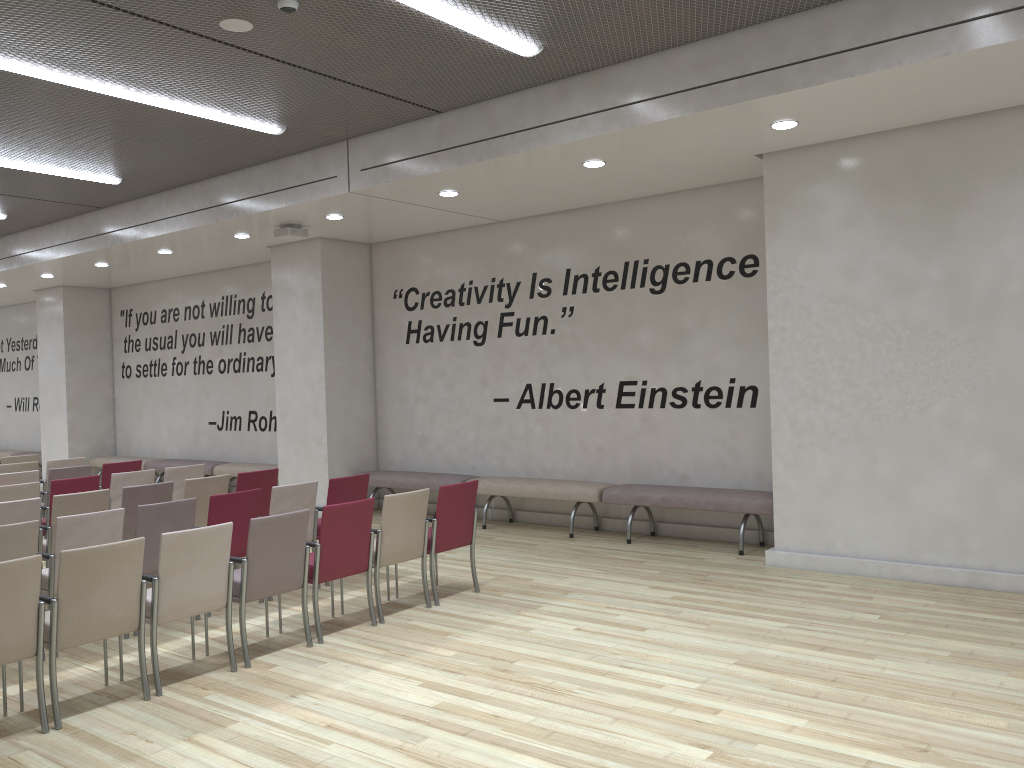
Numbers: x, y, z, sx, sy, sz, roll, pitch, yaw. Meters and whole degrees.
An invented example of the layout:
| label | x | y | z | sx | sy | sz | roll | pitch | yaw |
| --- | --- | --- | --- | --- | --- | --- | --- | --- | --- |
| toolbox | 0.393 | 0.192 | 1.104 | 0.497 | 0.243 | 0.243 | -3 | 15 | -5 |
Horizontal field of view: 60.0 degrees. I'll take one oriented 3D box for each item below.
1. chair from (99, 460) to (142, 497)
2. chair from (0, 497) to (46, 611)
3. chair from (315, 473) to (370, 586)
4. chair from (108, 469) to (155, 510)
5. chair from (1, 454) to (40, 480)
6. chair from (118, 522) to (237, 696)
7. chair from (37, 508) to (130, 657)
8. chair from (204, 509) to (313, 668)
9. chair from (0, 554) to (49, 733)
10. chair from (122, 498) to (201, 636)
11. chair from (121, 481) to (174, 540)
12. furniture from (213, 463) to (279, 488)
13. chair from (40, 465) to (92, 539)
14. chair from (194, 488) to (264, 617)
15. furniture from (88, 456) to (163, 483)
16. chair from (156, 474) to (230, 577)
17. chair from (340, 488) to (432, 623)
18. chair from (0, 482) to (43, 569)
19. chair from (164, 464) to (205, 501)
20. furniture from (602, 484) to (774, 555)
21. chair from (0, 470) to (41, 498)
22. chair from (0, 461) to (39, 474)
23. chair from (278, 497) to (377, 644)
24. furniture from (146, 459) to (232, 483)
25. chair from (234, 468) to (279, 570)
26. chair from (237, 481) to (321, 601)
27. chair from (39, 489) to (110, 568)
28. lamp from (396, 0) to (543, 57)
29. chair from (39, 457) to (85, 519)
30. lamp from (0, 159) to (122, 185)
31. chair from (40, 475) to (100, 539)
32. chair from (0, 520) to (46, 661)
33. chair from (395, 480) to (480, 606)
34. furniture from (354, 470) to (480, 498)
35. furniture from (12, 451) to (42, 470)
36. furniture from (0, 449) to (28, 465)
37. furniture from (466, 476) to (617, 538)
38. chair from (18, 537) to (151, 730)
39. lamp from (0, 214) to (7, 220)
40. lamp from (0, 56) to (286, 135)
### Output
| label | x | y | z | sx | sy | sz | roll | pitch | yaw |
| --- | --- | --- | --- | --- | --- | --- | --- | --- | --- |
| chair | -4.495 | 1.307 | 9.937 | 0.640 | 0.890 | 0.513 | -2 | 1 | 38 |
| chair | -3.900 | 1.309 | 6.691 | 0.640 | 0.890 | 0.513 | -2 | 1 | 39 |
| chair | -1.584 | 1.228 | 7.674 | 0.640 | 0.890 | 0.513 | -2 | 1 | 37 |
| chair | -3.874 | 1.295 | 8.753 | 0.640 | 0.890 | 0.513 | -2 | 1 | 37 |
| chair | -6.460 | 1.361 | 11.448 | 0.640 | 0.890 | 0.513 | -2 | 1 | 38 |
| chair | -1.977 | 1.257 | 5.176 | 0.640 | 0.890 | 0.513 | -2 | 1 | 39 |
| chair | -2.942 | 1.283 | 5.938 | 0.640 | 0.890 | 0.513 | -2 | 1 | 38 |
| chair | -1.630 | 1.243 | 5.608 | 0.640 | 0.890 | 0.513 | -2 | 1 | 37 |
| chair | -2.641 | 1.285 | 4.320 | 0.640 | 0.890 | 0.513 | -2 | 1 | 37 |
| chair | -2.613 | 1.270 | 6.368 | 0.640 | 0.890 | 0.513 | -2 | 1 | 38 |
| chair | -3.230 | 1.282 | 7.556 | 0.640 | 0.890 | 0.513 | -2 | 1 | 39 |
| furniture | -3.561 | 1.427 | 12.724 | 1.833 | 0.550 | 0.530 | -2 | 1 | 38 |
| chair | -4.852 | 1.321 | 9.506 | 0.640 | 0.890 | 0.513 | -2 | 1 | 39 |
| chair | -2.277 | 1.256 | 6.806 | 0.640 | 0.890 | 0.513 | -2 | 1 | 37 |
| furniture | -6.493 | 1.506 | 15.000 | 1.833 | 0.550 | 0.530 | -2 | 1 | 38 |
| chair | -2.901 | 1.268 | 8.003 | 0.640 | 0.890 | 0.513 | -2 | 1 | 37 |
| chair | -0.953 | 1.216 | 6.489 | 0.640 | 0.890 | 0.513 | -2 | 1 | 38 |
| chair | -4.541 | 1.322 | 7.881 | 0.640 | 0.890 | 0.513 | -2 | 1 | 38 |
| chair | -3.533 | 1.281 | 9.186 | 0.640 | 0.890 | 0.513 | -2 | 1 | 37 |
| furniture | 1.764 | 1.282 | 8.592 | 1.833 | 0.550 | 0.530 | -2 | 1 | 38 |
| chair | -5.180 | 1.335 | 9.065 | 0.640 | 0.890 | 0.513 | -2 | 1 | 38 |
| chair | -5.822 | 1.348 | 10.258 | 0.640 | 0.890 | 0.513 | -2 | 1 | 38 |
| chair | -1.288 | 1.229 | 6.055 | 0.640 | 0.890 | 0.513 | -2 | 1 | 38 |
| furniture | -5.025 | 1.466 | 13.861 | 1.833 | 0.550 | 0.530 | -2 | 1 | 38 |
| chair | -2.567 | 1.255 | 8.425 | 0.640 | 0.890 | 0.513 | -2 | 1 | 38 |
| chair | -1.931 | 1.242 | 7.233 | 0.640 | 0.890 | 0.513 | -2 | 1 | 38 |
| chair | -3.581 | 1.296 | 7.120 | 0.640 | 0.890 | 0.513 | -2 | 1 | 37 |
| lamp | -0.866 | -2.312 | 5.009 | 0.198 | 0.045 | 3.303 | -2 | 0 | 38 |
| chair | -5.487 | 1.334 | 10.683 | 0.640 | 0.890 | 0.513 | -2 | 1 | 38 |
| lamp | -5.379 | -2.190 | 8.512 | 0.198 | 0.045 | 3.303 | -2 | 0 | 38 |
| chair | -4.214 | 1.309 | 8.314 | 0.640 | 0.890 | 0.513 | -2 | 1 | 37 |
| chair | -3.279 | 1.297 | 5.504 | 0.640 | 0.890 | 0.513 | -2 | 1 | 39 |
| chair | -0.613 | 1.202 | 6.920 | 0.640 | 0.890 | 0.513 | -2 | 1 | 37 |
| furniture | -1.169 | 1.362 | 10.868 | 1.833 | 0.550 | 0.530 | -2 | 1 | 38 |
| furniture | -8.873 | 1.571 | 16.847 | 1.833 | 0.550 | 0.530 | -2 | 1 | 38 |
| furniture | -10.338 | 1.611 | 17.984 | 1.833 | 0.550 | 0.530 | -2 | 1 | 38 |
| furniture | 0.299 | 1.322 | 9.729 | 1.833 | 0.550 | 0.530 | -2 | 1 | 38 |
| chair | -2.311 | 1.271 | 4.742 | 0.640 | 0.890 | 0.513 | -2 | 1 | 38 |
| lamp | -7.640 | -2.128 | 10.267 | 0.198 | 0.045 | 3.303 | -2 | 0 | 38 |
| lamp | -3.128 | -2.251 | 6.765 | 0.198 | 0.045 | 3.303 | -2 | 0 | 38 |
